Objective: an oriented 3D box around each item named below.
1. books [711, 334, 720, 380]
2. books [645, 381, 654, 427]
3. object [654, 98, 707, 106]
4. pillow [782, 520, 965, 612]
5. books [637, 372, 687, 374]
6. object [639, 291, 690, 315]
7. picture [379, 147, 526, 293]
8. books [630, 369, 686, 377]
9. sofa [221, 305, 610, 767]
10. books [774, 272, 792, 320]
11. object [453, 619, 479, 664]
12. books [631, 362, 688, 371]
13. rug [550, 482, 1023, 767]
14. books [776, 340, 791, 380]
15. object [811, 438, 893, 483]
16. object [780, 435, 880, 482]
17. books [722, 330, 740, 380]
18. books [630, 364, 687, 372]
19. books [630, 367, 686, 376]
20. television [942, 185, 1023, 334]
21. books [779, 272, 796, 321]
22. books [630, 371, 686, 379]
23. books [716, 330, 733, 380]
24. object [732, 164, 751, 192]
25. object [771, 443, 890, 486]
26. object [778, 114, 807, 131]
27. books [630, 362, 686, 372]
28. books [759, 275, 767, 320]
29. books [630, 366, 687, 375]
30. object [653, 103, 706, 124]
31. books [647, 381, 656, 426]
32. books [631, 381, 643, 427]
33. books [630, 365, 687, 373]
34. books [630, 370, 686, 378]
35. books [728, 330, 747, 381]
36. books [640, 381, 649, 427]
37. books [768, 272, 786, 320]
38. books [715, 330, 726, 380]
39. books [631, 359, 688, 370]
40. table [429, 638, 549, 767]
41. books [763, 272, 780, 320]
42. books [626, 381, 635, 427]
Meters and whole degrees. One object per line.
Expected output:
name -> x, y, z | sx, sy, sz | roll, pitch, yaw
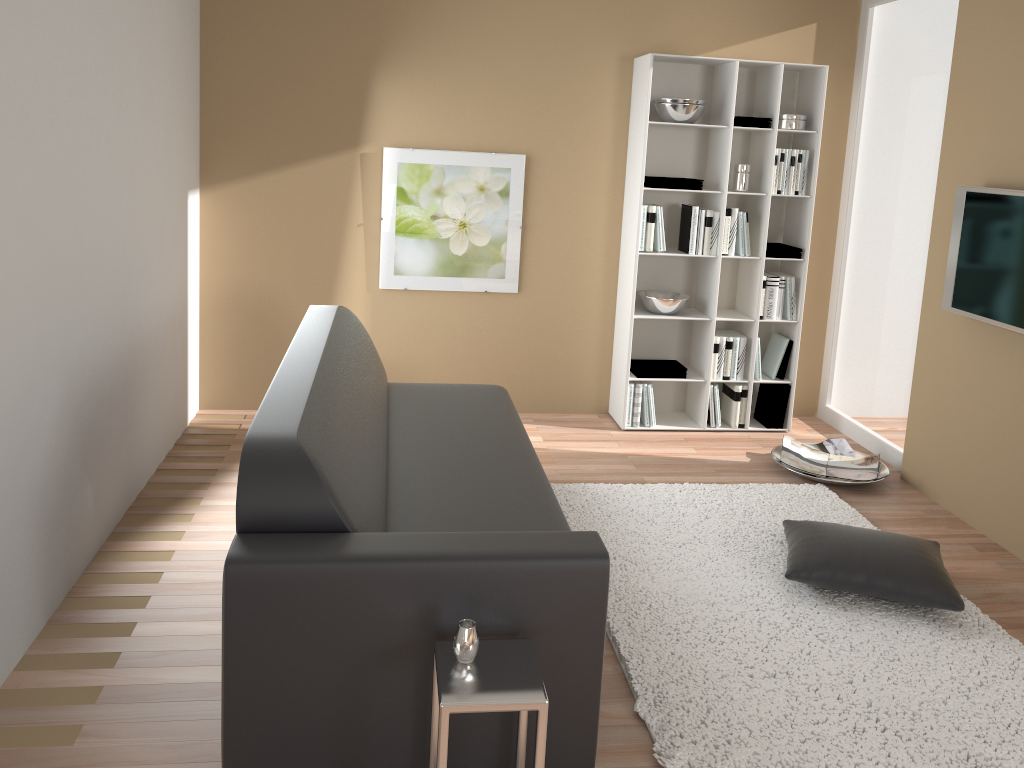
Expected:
books -> 1.175, -0.175, 5.246 | 0.040, 0.253, 0.212 | 2, 11, -8
books -> 0.798, 0.100, 5.233 | 0.058, 0.253, 0.212 | 2, 11, -8
object -> 0.958, -1.570, 5.041 | 0.301, 0.104, 0.304 | -10, 20, -42
pillow -> 1.350, 0.675, 3.368 | 0.611, 0.205, 0.593 | 8, 15, 17
books -> 0.864, -0.090, 5.241 | 0.297, 0.006, 0.215 | 1, 15, -8
object -> 0.897, -0.475, 5.205 | 0.301, 0.104, 0.304 | -10, 20, -42
picture -> -0.347, -0.941, 5.110 | 0.815, 0.801, 0.019 | 1, 9, -8
books -> 0.862, -0.074, 5.243 | 0.297, 0.006, 0.215 | 1, 15, -8
sofa -> -0.357, 0.317, 3.190 | 0.951, 0.817, 2.314 | 1, 15, -8
books -> 1.618, -0.527, 5.263 | 0.060, 0.255, 0.212 | 2, 11, -8
object -> -0.102, 0.575, 1.965 | 0.058, 0.084, 0.058 | -5, 14, -38
books -> 0.868, -0.112, 5.237 | 0.297, 0.007, 0.215 | 1, 15, -8
rug -> 0.981, 0.775, 3.293 | 1.448, 0.044, 2.075 | 1, 15, -8
books -> 1.617, -0.168, 5.341 | 0.043, 0.233, 0.216 | 2, 12, -8
object -> 1.709, 0.413, 4.646 | 0.342, 0.095, 0.511 | 1, 15, -8
object -> 1.663, 0.404, 4.623 | 0.501, 0.095, 0.349 | 9, 16, 21
books -> 1.298, -0.174, 5.268 | 0.040, 0.253, 0.212 | 2, 11, -8
books -> 0.864, -0.102, 5.243 | 0.297, 0.007, 0.215 | 1, 15, -8
books -> 0.860, -0.080, 5.242 | 0.297, 0.006, 0.215 | 0, 15, -10
television -> 2.125, -0.469, 3.497 | 0.054, 0.566, 1.203 | 2, 14, -8
books -> 1.643, -0.527, 5.266 | 0.060, 0.255, 0.212 | 2, 11, -8
books -> 0.861, -0.064, 5.244 | 0.297, 0.007, 0.215 | 1, 15, -8
books -> 1.257, -0.175, 5.261 | 0.040, 0.253, 0.212 | 2, 11, -8
object -> 1.331, -1.193, 5.096 | 0.093, 0.159, 0.095 | 4, 10, 6
object -> 1.658, 0.436, 4.613 | 0.587, 0.062, 0.597 | -7, 18, -32
object -> 1.615, -1.520, 5.121 | 0.193, 0.088, 0.194 | 12, 17, 33
books -> 0.864, -0.107, 5.242 | 0.297, 0.007, 0.215 | 1, 15, -8
books -> 1.445, -0.529, 5.233 | 0.040, 0.253, 0.212 | 2, 11, -8
books -> 0.864, -0.085, 5.242 | 0.297, 0.006, 0.215 | 1, 15, -8
object -> 0.956, -1.544, 5.044 | 0.301, 0.104, 0.304 | -10, 20, -42
books -> 0.813, 0.094, 5.251 | 0.058, 0.253, 0.212 | 2, 11, -8
books -> 0.722, 0.098, 5.225 | 0.040, 0.253, 0.212 | 2, 11, -8
books -> 0.863, -0.096, 5.238 | 0.297, 0.006, 0.215 | 1, 15, -7
books -> 0.862, -0.069, 5.244 | 0.297, 0.006, 0.215 | 1, 15, -8
books -> 1.340, -0.174, 5.274 | 0.040, 0.253, 0.212 | 2, 11, -8
books -> 0.772, 0.096, 5.234 | 0.060, 0.255, 0.212 | 2, 11, -8
books -> 1.566, -0.529, 5.260 | 0.040, 0.253, 0.212 | 2, 11, -8
books -> 1.216, -0.176, 5.258 | 0.040, 0.253, 0.212 | 2, 11, -8
books -> 0.869, -0.117, 5.238 | 0.297, 0.006, 0.215 | 1, 15, -8
table -> -0.064, 0.856, 1.976 | 0.227, 0.460, 0.243 | 2, 10, -8
books -> 1.507, -0.527, 5.238 | 0.076, 0.253, 0.212 | 2, 11, -8
books -> 0.675, 0.096, 5.224 | 0.040, 0.253, 0.212 | 2, 11, -8
